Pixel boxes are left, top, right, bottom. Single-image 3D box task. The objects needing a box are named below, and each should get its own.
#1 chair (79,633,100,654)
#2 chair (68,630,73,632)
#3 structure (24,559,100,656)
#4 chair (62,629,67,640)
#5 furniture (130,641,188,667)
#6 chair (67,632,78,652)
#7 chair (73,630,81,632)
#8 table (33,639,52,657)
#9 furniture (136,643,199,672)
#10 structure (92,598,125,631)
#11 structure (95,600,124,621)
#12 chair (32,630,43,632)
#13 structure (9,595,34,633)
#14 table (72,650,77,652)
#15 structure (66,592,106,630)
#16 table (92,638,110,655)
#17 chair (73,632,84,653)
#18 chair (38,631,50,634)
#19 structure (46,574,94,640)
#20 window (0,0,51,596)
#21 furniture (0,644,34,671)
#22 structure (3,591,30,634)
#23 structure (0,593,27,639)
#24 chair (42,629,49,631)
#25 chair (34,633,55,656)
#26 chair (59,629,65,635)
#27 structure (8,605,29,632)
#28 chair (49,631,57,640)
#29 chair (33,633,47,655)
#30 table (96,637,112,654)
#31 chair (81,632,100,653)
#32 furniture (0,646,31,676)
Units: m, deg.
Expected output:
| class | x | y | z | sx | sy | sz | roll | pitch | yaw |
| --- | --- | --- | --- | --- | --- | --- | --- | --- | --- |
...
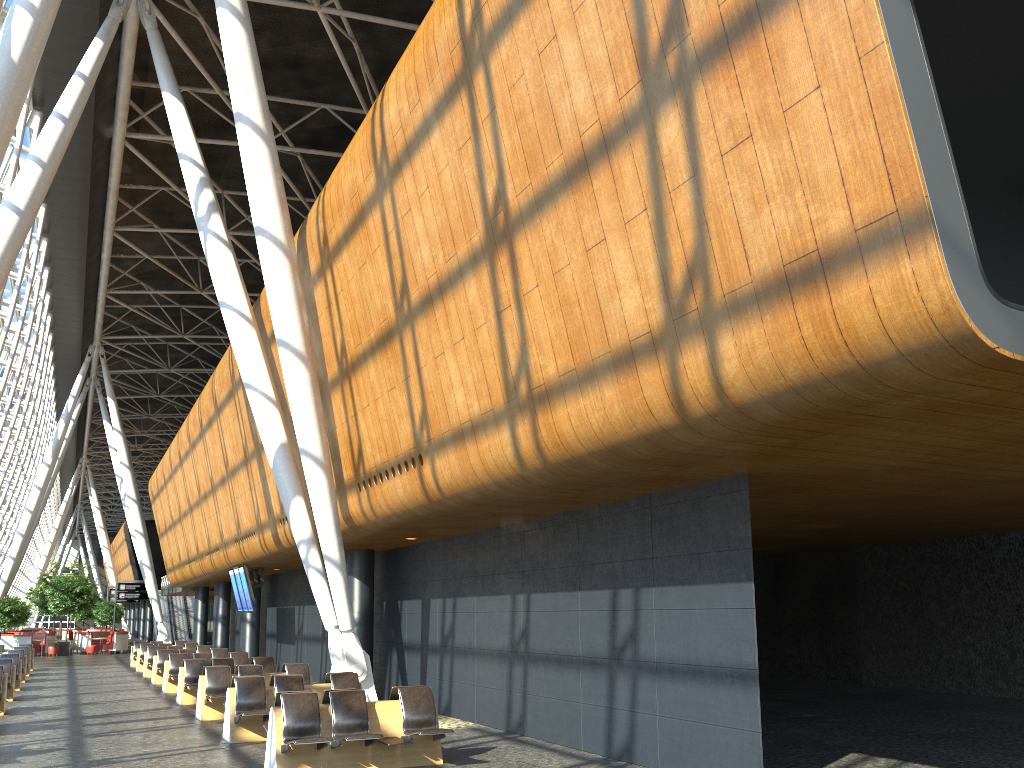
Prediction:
| class | x | y | z | sx | sy | sz | roll | pitch | yaw |
| --- | --- | --- | --- | --- | --- | --- | --- | --- | --- |
| chair | -20.147 | 12.393 | 42.131 | 0.624 | 0.992 | 0.672 | -4 | -11 | 18 |
| chair | -25.521 | 14.886 | 51.494 | 0.661 | 0.993 | 0.634 | -2 | -11 | 8 |
| structure | -22.141 | 10.874 | 43.053 | 3.109 | 4.456 | 5.883 | 7 | -14 | -33 |
| chair | -27.527 | 15.767 | 54.797 | 0.666 | 0.992 | 0.629 | 9 | -14 | -41 |
| furniture | -12.500 | 9.577 | 31.322 | 1.903 | 0.854 | 1.687 | 6 | -15 | -26 |
| chair | -22.177 | 13.126 | 44.867 | 0.661 | 0.993 | 0.634 | -2 | -11 | 8 |
| chair | -24.759 | 14.647 | 50.604 | 0.623 | 0.992 | 0.673 | -2 | -11 | 8 |
| table | -21.241 | 11.939 | 39.844 | 0.804 | 0.737 | 0.809 | -9 | -14 | 34 |
| furniture | -11.162 | 8.872 | 28.670 | 1.903 | 0.854 | 1.687 | 6 | -15 | -26 |
| structure | -23.383 | 13.857 | 51.036 | 1.785 | 2.731 | 1.760 | -5 | -11 | 21 |
| structure | -27.736 | 16.231 | 60.395 | 1.940 | 2.943 | 1.913 | -5 | -11 | 21 |
| chair | -29.510 | 15.687 | 54.418 | 0.664 | 0.992 | 0.631 | -6 | -12 | 28 |
| structure | -25.730 | 12.358 | 45.338 | 1.837 | 2.802 | 1.811 | -5 | -11 | 21 |
| table | -22.552 | 13.480 | 45.706 | 0.805 | 0.737 | 0.808 | 9 | -16 | -39 |
| structure | -26.023 | 14.222 | 53.690 | 2.281 | 3.416 | 2.258 | 2 | -11 | -14 |
| table | -19.344 | 12.332 | 41.423 | 0.799 | 0.737 | 0.814 | 2 | -12 | -10 |
| chair | -21.415 | 12.887 | 43.977 | 0.623 | 0.992 | 0.673 | -2 | -11 | 8 |
| chair | -25.929 | 14.101 | 48.467 | 0.622 | 0.992 | 0.673 | 0 | -11 | -2 |
| structure | -28.872 | 14.669 | 57.356 | 3.092 | 4.454 | 5.857 | 0 | -13 | -4 |
| window | -35.884 | 11.755 | 64.429 | 3.731 | 13.792 | 168.949 | 4 | -15 | -26 |
| furniture | -17.383 | 8.927 | 28.651 | 3.263 | 0.853 | 1.687 | 7 | -15 | -26 |
| structure | -23.922 | 11.295 | 41.557 | 1.878 | 2.917 | 1.940 | -9 | -13 | 37 |
| structure | -22.546 | 10.715 | 39.015 | 1.785 | 2.731 | 1.760 | -5 | -11 | 21 |
| chair | -29.784 | 16.037 | 55.751 | 0.625 | 0.992 | 0.670 | -6 | -12 | 28 |
| chair | -21.674 | 12.067 | 40.823 | 0.660 | 0.993 | 0.634 | 0 | -10 | -2 |
| chair | -29.751 | 16.539 | 57.676 | 0.666 | 0.992 | 0.629 | 9 | -14 | -41 |
| structure | -27.418 | 13.130 | 48.165 | 1.809 | 2.764 | 1.784 | -5 | -11 | 21 |
| chair | -25.017 | 13.827 | 47.450 | 0.660 | 0.993 | 0.634 | 0 | -10 | -2 |
| chair | -22.585 | 12.341 | 41.840 | 0.622 | 0.992 | 0.673 | 0 | -11 | -2 |
| table | -19.914 | 12.705 | 42.831 | 0.799 | 0.737 | 0.814 | 2 | -12 | -10 |
| chair | -20.597 | 12.660 | 43.137 | 0.662 | 0.993 | 0.633 | -4 | -11 | 18 |
| furniture | -16.045 | 8.223 | 25.998 | 3.263 | 0.853 | 1.687 | 7 | -15 | -26 |
